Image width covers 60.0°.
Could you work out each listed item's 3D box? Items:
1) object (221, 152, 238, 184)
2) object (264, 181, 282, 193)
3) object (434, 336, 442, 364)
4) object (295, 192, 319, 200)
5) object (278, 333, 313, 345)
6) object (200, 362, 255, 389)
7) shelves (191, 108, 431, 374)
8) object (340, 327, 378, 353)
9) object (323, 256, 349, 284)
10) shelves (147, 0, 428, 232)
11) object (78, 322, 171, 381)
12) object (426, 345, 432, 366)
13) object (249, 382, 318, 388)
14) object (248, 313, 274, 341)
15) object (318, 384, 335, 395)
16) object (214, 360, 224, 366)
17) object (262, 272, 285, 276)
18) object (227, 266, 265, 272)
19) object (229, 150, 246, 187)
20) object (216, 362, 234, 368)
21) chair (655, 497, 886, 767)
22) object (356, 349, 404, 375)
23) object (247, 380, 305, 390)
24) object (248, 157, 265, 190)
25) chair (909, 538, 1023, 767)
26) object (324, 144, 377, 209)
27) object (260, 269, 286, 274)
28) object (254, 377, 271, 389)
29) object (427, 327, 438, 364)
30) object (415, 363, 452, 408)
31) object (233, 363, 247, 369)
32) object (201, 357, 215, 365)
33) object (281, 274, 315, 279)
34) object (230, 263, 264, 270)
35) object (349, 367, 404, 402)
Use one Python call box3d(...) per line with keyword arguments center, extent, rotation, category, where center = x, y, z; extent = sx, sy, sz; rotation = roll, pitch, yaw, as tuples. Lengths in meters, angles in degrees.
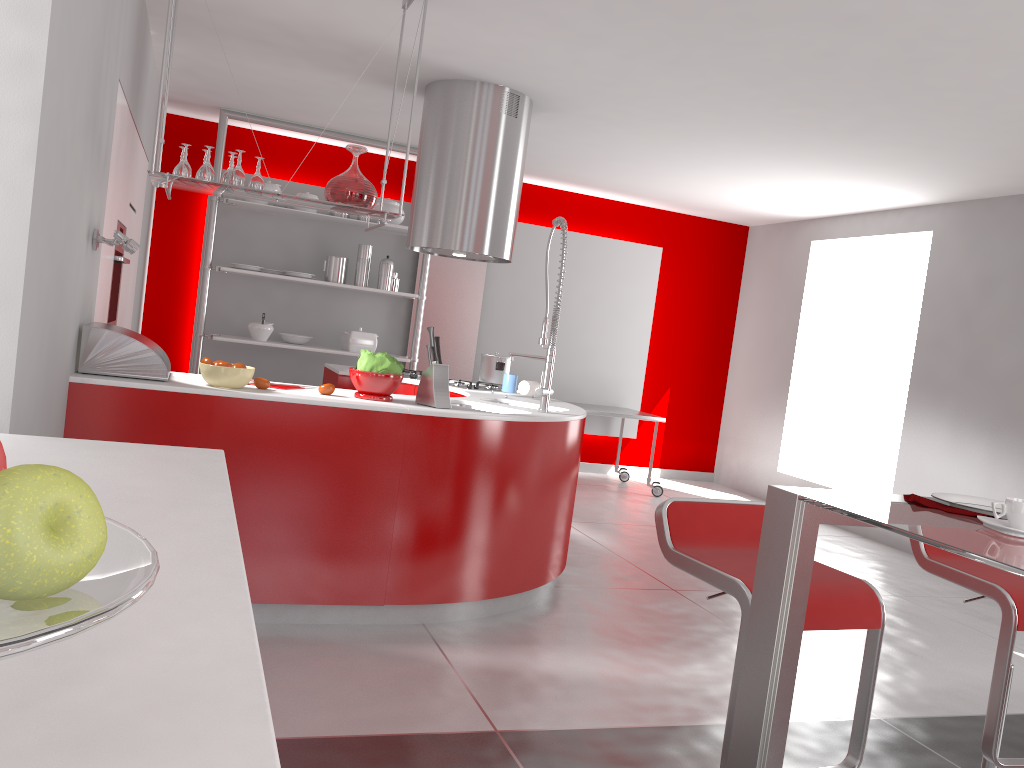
box3d(center=(-1.078, -0.815, 3.399), extent=(0.060, 0.141, 0.060), rotation=(6, 3, -20), category="object")
box3d(center=(-1.862, -1.444, 6.700), extent=(0.231, 0.191, 0.231), rotation=(9, 3, 20), category="object")
box3d(center=(-0.304, -0.058, 3.736), extent=(0.130, 0.279, 0.012), rotation=(10, 4, 41), category="object")
box3d(center=(-1.578, -1.394, 6.807), extent=(0.192, 0.153, 0.192), rotation=(7, 3, -7), category="object")
box3d(center=(-1.710, -0.351, 6.991), extent=(0.272, 0.072, 0.272), rotation=(10, 4, 34), category="object")
box3d(center=(-1.090, -0.029, 3.387), extent=(0.201, 0.086, 0.201), rotation=(6, 3, -19), category="object")
box3d(center=(-1.525, -0.668, 6.935), extent=(1.735, 2.599, 0.535), rotation=(6, 3, -20), category="shelves")
box3d(center=(-1.221, -0.353, 7.068), extent=(0.282, 0.197, 0.235), rotation=(6, 4, -30), category="object")
box3d(center=(-1.374, -0.885, 6.908), extent=(0.184, 0.205, 0.172), rotation=(7, 3, -15), category="object")
box3d(center=(-0.870, -1.186, 3.483), extent=(0.934, 1.023, 0.462), rotation=(6, 3, -20), category="shelves")
box3d(center=(-1.468, -0.130, 3.406), extent=(0.300, 0.170, 0.400), rotation=(6, 3, -20), category="object")
box3d(center=(-0.340, -0.063, 3.697), extent=(0.091, 0.197, 0.009), rotation=(10, 4, 41), category="object")
box3d(center=(-0.964, 0.001, 3.703), extent=(0.375, 0.008, 0.041), rotation=(4, 4, -43), category="object")
box3d(center=(-1.912, -0.436, 6.752), extent=(0.192, 0.214, 0.192), rotation=(5, 4, -34), category="object")
box3d(center=(-0.752, 0.020, 3.597), extent=(0.064, 0.048, 0.063), rotation=(5, 4, -42), category="object")
box3d(center=(-1.123, -0.066, 3.418), extent=(0.066, 0.049, 0.062), rotation=(6, 3, -23), category="object")
box3d(center=(-1.864, -0.852, 6.915), extent=(0.280, 0.015, 0.280), rotation=(8, 3, 17), category="object")
box3d(center=(-1.986, -0.852, 6.635), extent=(0.280, 0.015, 0.280), rotation=(8, 3, 17), category="object")
box3d(center=(-1.027, -0.805, 3.331), extent=(0.060, 0.141, 0.060), rotation=(4, 4, -43), category="object")
box3d(center=(-1.090, -0.059, 3.366), extent=(0.065, 0.052, 0.062), rotation=(5, 4, -35), category="object")
box3d(center=(0.587, 0.753, 2.221), extent=(0.418, 0.857, 0.460), rotation=(6, 4, -25), category="chair")
box3d(center=(-0.553, -0.048, 3.687), extent=(0.198, 0.182, 0.193), rotation=(7, 3, -15), category="object")
box3d(center=(-1.009, 0.004, 3.668), extent=(0.266, 0.006, 0.168), rotation=(8, 3, 7), category="object")
box3d(center=(-0.985, -0.805, 3.434), extent=(0.060, 0.141, 0.060), rotation=(6, 3, -20), category="object")
box3d(center=(1.369, 0.840, 2.503), extent=(0.418, 0.857, 0.460), rotation=(7, 3, -15), category="chair")
box3d(center=(-0.649, -0.834, 3.618), extent=(0.213, 0.266, 0.213), rotation=(8, 3, 8), category="object")
box3d(center=(-1.862, -0.865, 6.914), extent=(0.244, 0.042, 0.244), rotation=(6, 4, -28), category="object")
box3d(center=(-0.984, -0.002, 3.490), extent=(0.065, 0.047, 0.063), rotation=(6, 3, -20), category="object")
box3d(center=(-0.327, -0.076, 3.722), extent=(0.150, 0.322, 0.014), rotation=(10, 4, 41), category="object")
box3d(center=(-0.317, 0.003, 3.706), extent=(0.137, 0.178, 0.091), rotation=(10, 4, 43), category="object")
box3d(center=(-1.057, -0.057, 3.421), extent=(0.066, 0.049, 0.062), rotation=(7, 3, -12), category="object")
box3d(center=(-1.150, -0.071, 3.362), extent=(0.055, 0.058, 0.066), rotation=(5, 4, -35), category="object")
box3d(center=(-1.626, -0.811, 6.753), extent=(0.280, 0.015, 0.280), rotation=(8, 3, 9), category="object")
box3d(center=(-1.984, -0.866, 6.634), extent=(0.244, 0.042, 0.244), rotation=(5, 4, -36), category="object")
box3d(center=(-0.569, 0.004, 3.686), extent=(0.228, 0.118, 0.229), rotation=(10, 4, 41), category="object")
